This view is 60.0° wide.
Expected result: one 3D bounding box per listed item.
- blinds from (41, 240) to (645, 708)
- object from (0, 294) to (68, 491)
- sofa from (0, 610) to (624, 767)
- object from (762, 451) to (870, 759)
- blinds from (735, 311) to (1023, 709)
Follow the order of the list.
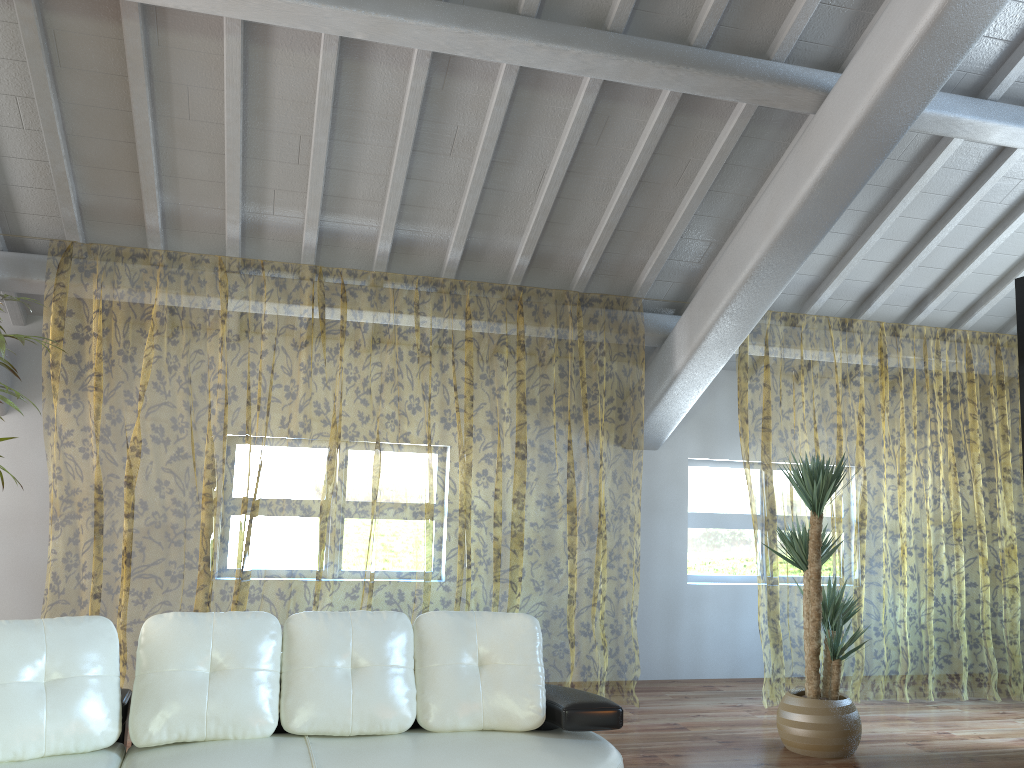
[{"bbox_3d":[-0.866,0.597,5.104,3.505,2.546,0.306,4,-8,-15],"label":"blinds"},{"bbox_3d":[-2.508,0.354,3.451,1.399,2.473,1.177,1,-8,10],"label":"object"},{"bbox_3d":[-1.046,1.160,2.736,3.047,0.805,1.359,7,-9,-35],"label":"sofa"},{"bbox_3d":[1.622,1.146,4.746,0.564,1.586,0.588,-1,-8,18],"label":"object"},{"bbox_3d":[2.767,0.851,6.074,2.780,2.546,0.306,4,-8,-15],"label":"blinds"}]
